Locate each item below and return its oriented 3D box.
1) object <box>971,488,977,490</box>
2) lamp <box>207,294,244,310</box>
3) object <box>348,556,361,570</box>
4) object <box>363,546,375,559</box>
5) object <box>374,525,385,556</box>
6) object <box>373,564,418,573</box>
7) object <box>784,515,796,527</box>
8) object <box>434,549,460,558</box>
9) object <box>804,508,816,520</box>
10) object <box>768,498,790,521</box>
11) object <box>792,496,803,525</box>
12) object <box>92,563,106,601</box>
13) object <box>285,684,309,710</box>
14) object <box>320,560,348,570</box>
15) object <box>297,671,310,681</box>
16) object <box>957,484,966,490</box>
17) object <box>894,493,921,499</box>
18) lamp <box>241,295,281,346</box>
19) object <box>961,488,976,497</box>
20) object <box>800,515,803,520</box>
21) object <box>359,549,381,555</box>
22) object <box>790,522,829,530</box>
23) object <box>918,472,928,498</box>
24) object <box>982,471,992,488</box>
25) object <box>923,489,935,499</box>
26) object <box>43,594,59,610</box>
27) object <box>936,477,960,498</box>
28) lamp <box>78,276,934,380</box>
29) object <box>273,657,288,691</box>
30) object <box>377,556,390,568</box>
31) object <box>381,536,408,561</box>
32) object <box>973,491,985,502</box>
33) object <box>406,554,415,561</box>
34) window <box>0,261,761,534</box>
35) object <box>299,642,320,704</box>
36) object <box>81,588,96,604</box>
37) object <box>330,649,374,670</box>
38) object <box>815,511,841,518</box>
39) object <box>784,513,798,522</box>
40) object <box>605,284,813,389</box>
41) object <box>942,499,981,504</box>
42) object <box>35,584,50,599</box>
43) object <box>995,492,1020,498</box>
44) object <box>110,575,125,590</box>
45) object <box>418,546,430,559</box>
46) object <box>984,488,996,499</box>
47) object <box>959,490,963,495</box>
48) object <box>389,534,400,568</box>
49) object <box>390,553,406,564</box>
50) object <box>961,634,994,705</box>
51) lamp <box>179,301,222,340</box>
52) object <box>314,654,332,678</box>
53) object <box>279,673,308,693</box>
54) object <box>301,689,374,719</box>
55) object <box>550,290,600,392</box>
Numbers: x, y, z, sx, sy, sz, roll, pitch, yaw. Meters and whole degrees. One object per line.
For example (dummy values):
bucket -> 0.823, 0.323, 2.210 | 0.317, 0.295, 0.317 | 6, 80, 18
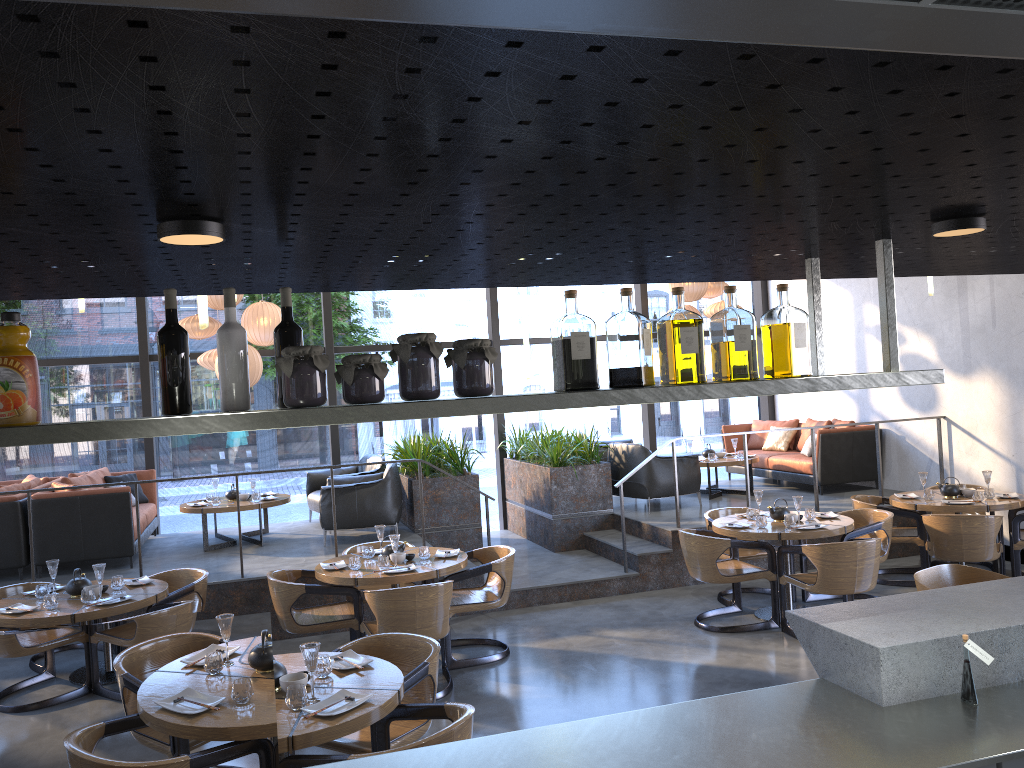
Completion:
object -> 4.145, 0.980, 8.209 | 0.294, 0.025, 0.170 | -4, 0, 44
lamp -> -3.058, -1.948, 9.151 | 0.465, 2.374, 0.465 | -3, 0, 7
object -> -1.097, 1.253, 6.191 | 0.086, 0.086, 0.086 | -3, 0, 9
object -> -1.066, 1.253, 6.597 | 0.086, 0.086, 0.086 | -3, 0, -30
object -> -0.985, 1.178, 6.660 | 0.082, 0.227, 0.082 | -3, 0, 16
object -> -0.796, 1.266, 6.032 | 0.294, 0.025, 0.170 | -3, 0, -19
object -> 2.150, 1.063, 6.864 | 0.086, 0.086, 0.086 | -3, 0, 9
object -> -0.482, 1.249, 6.493 | 0.170, 0.025, 0.294 | -3, 0, 3
object -> 2.403, 1.049, 7.150 | 0.086, 0.086, 0.086 | -3, 0, -14
object -> 2.167, 1.016, 7.187 | 0.168, 0.179, 0.163 | -4, 0, 22
object -> 2.226, 0.987, 6.892 | 0.082, 0.227, 0.082 | -4, 0, 43
object -> -2.645, 1.272, 5.693 | 0.082, 0.227, 0.082 | -3, 0, 4
object -> -0.842, 1.227, 3.470 | 0.086, 0.086, 0.086 | -3, 0, -30
object -> -1.257, 1.294, 6.285 | 0.170, 0.025, 0.294 | -3, 0, -19
object -> -0.890, 1.253, 3.770 | 0.080, 0.042, 0.080 | -3, 0, -31
object -> 4.084, 0.952, 8.058 | 0.086, 0.086, 0.086 | -3, 0, -22
object -> 3.567, 1.014, 7.985 | 0.170, 0.025, 0.294 | -3, 0, 9
lamp -> -0.852, -2.087, 6.839 | 0.468, 3.124, 6.999 | -3, 0, -35
object -> 4.044, 0.965, 7.856 | 0.116, 0.065, 0.116 | -3, 0, 9
object -> 2.301, 1.077, 7.128 | 0.080, 0.042, 0.080 | -4, 0, 38
object -> -1.029, 1.283, 6.784 | 0.294, 0.025, 0.170 | -3, 0, -32
object -> 2.244, 1.088, 6.743 | 0.294, 0.025, 0.170 | -3, 0, -19
object -> 3.688, 0.905, 7.942 | 0.082, 0.227, 0.082 | -3, 0, -45
object -> 4.162, 0.876, 7.758 | 0.082, 0.227, 0.082 | -3, 0, 6
object -> 3.684, 0.975, 7.836 | 0.086, 0.086, 0.086 | -3, 0, 7
object -> -2.871, 1.356, 5.519 | 0.086, 0.086, 0.086 | -3, 0, 15
object -> 3.902, 0.916, 7.903 | 0.168, 0.179, 0.163 | -3, 0, -12
lamp -> 0.941, -5.194, 3.073 | 8.975, 10.231, 8.774 | -3, 0, -18
object -> -1.032, 1.193, 3.732 | 0.168, 0.179, 0.163 | -4, 0, 39
object -> -0.890, 1.241, 6.153 | 0.086, 0.086, 0.086 | -3, 0, 9
object -> -0.872, 1.194, 6.473 | 0.168, 0.179, 0.163 | -4, 0, 38
object -> 3.970, 0.957, 7.547 | 0.086, 0.086, 0.086 | -3, 0, -45
object -> -0.739, 1.255, 6.417 | 0.080, 0.042, 0.080 | -3, 0, 8
window -> -0.475, -0.946, 4.585 | 12.739, 5.897, 12.900 | -3, 0, -16
object -> -0.800, 1.154, 3.542 | 0.082, 0.227, 0.082 | -3, 0, 4
object -> -2.686, 1.345, 5.620 | 0.086, 0.086, 0.086 | -3, 0, -30
object -> -0.738, 1.254, 3.990 | 0.170, 0.025, 0.294 | -3, 0, -36
object -> 2.558, 1.071, 7.204 | 0.170, 0.025, 0.294 | -3, 0, 3
object -> 2.225, 1.070, 7.048 | 0.116, 0.065, 0.116 | -3, 0, -38
object -> 0.556, -0.141, 2.520 | 0.630, 0.274, 0.139 | -3, 0, -18
object -> 3.794, 0.998, 7.486 | 0.294, 0.025, 0.170 | -4, 0, 22
object -> -3.102, 1.371, 5.854 | 0.086, 0.086, 0.086 | -3, 0, 21
object -> 4.288, 0.970, 7.669 | 0.170, 0.025, 0.294 | -4, 0, 22
object -> -2.669, 1.346, 6.002 | 0.086, 0.086, 0.086 | -3, 0, -8
object -> -0.637, 1.227, 6.439 | 0.086, 0.086, 0.086 | -4, 0, 31
object -> 4.134, 0.948, 7.679 | 0.086, 0.086, 0.086 | -3, 0, -40
object -> 4.034, 0.977, 7.965 | 0.080, 0.042, 0.080 | -3, 0, -34
object -> -0.813, 1.165, 6.181 | 0.082, 0.227, 0.082 | -4, 0, 43
object -> -0.815, 1.248, 6.337 | 0.116, 0.065, 0.116 | -4, 0, 35
object -> 1.400, 0.864, 2.681 | 0.040, 0.203, 0.100 | -3, 0, -45
lamp -> -3.263, -1.587, 9.070 | 0.467, 2.271, 0.467 | -4, 0, 37
object -> -0.825, 1.227, 3.851 | 0.086, 0.086, 0.086 | -4, 0, 37
object -> -0.899, 1.242, 3.660 | 0.116, 0.065, 0.116 | -3, 0, -32
object -> -0.692, 1.249, 3.434 | 0.170, 0.025, 0.294 | -4, 0, 32
object -> 0.168, -0.118, 2.416 | 0.105, 0.274, 0.105 | -3, 0, -17
